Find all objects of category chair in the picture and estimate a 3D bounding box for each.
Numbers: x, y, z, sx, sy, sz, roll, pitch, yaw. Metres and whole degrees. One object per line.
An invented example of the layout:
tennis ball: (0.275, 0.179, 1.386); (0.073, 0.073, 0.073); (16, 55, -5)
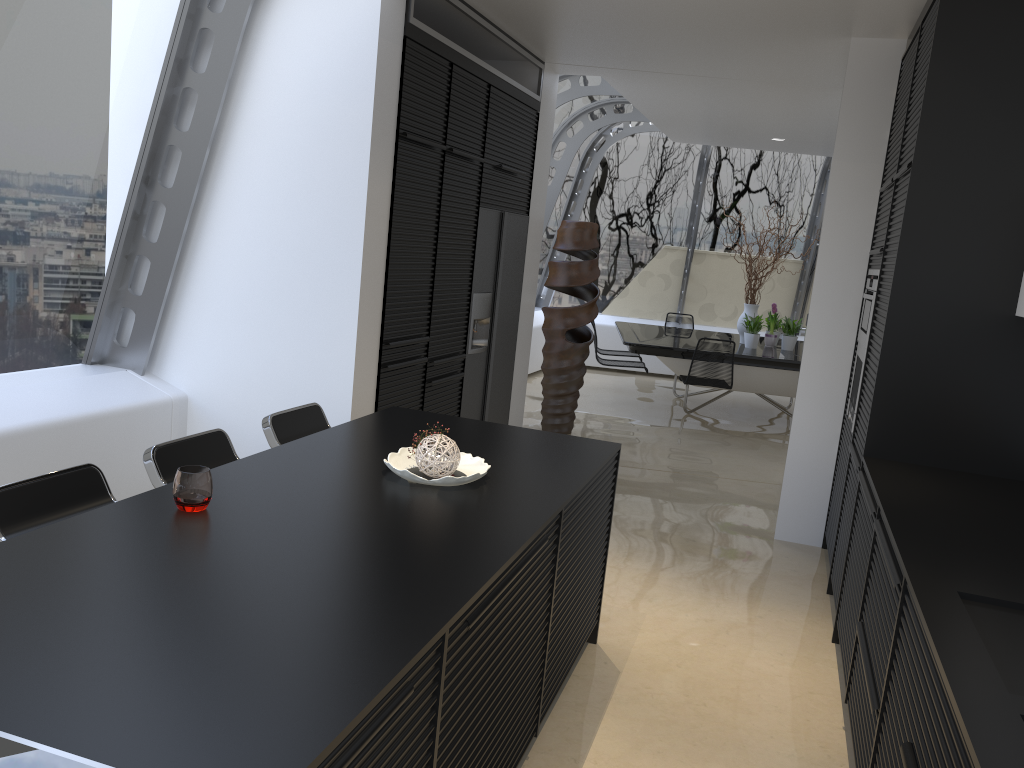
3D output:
chair: (1.879, -0.207, 8.460); (0.446, 0.519, 0.688); (6, 9, 4)
chair: (3.344, -0.448, 10.860); (0.446, 0.519, 0.688); (6, 9, 4)
chair: (-1.139, 0.696, 2.435); (0.460, 0.857, 0.418); (9, 10, 17)
chair: (1.180, -0.568, 10.241); (0.688, 0.519, 0.446); (6, 9, 4)
chair: (-0.744, 0.545, 3.615); (0.460, 0.857, 0.418); (9, 10, 17)
chair: (2.078, -0.590, 10.939); (0.446, 0.519, 0.688); (6, 9, 4)
chair: (1.107, -0.427, 9.329); (0.688, 0.519, 0.446); (6, 9, 4)
chair: (-0.949, 0.623, 3.002); (0.460, 0.857, 0.418); (9, 10, 17)

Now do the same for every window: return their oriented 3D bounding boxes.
window: (5.117, -0.051, 4.648); (16.171, 3.674, 16.693); (7, 9, 10)

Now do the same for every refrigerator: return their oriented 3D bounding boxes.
refrigerator: (-0.219, -0.343, 6.271); (0.234, 1.742, 1.006); (9, 10, 17)

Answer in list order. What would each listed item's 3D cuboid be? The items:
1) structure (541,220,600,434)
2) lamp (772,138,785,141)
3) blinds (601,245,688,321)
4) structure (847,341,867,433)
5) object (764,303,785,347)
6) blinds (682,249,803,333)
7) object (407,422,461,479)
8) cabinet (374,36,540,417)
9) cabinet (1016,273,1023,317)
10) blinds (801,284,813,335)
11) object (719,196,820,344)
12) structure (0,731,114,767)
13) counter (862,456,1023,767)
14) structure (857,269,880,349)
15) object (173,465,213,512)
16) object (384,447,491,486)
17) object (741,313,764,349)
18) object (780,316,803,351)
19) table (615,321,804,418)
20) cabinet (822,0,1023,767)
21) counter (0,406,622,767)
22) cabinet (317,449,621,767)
structure: (0.481, -0.476, 7.668); (0.493, 1.843, 0.498); (8, 9, 15)
lamp: (7.159, -1.241, 4.064); (9.928, 0.004, 9.775); (7, 9, 4)
blinds: (1.346, -0.924, 12.325); (1.829, 2.118, 0.663); (6, 9, 4)
structure: (1.809, 0.000, 4.657); (0.023, 0.420, 0.592); (9, 10, 17)
object: (2.846, -0.658, 9.728); (0.238, 0.476, 0.417); (11, 11, 31)
blinds: (3.093, -1.228, 11.973); (1.430, 1.027, 0.329); (6, 9, 4)
object: (-0.234, 0.214, 2.825); (0.165, 0.191, 0.190); (-3, 13, -44)
cabinet: (-0.655, -0.648, 5.743); (0.831, 2.558, 2.252); (9, 10, 18)
cabinet: (1.651, -0.272, 1.704); (0.343, 0.515, 3.741); (9, 10, 16)
blinds: (4.630, -1.144, 11.834); (1.376, 1.214, 0.387); (6, 9, 4)
object: (2.696, -1.162, 9.351); (1.135, 1.549, 1.031); (5, 9, -4)
structure: (-0.747, 0.564, 0.938); (0.562, 0.041, 0.640); (9, 10, 16)
counter: (1.327, 0.609, 1.923); (0.804, 0.025, 3.738); (9, 10, 16)
structure: (1.847, -0.398, 4.594); (0.061, 0.388, 0.592); (9, 10, 17)
object: (-0.817, 0.269, 2.271); (0.095, 0.106, 0.095); (8, 9, 15)
object: (-0.239, 0.275, 2.823); (0.334, 0.078, 0.329); (6, 9, 4)
object: (2.501, -0.558, 9.214); (0.284, 0.369, 0.215); (14, 12, 41)
object: (2.946, -0.541, 9.391); (0.284, 0.369, 0.215); (13, 11, 36)
table: (2.637, -0.051, 9.708); (3.031, 0.759, 2.494); (6, 9, 4)
cabinet: (1.601, -0.074, 2.497); (0.831, 2.901, 5.157); (9, 10, 16)
counter: (-0.605, 0.411, 1.909); (1.006, 0.018, 3.800); (9, 10, 16)
cabinet: (-0.648, 0.831, 1.977); (1.007, 0.838, 3.800); (9, 10, 16)
